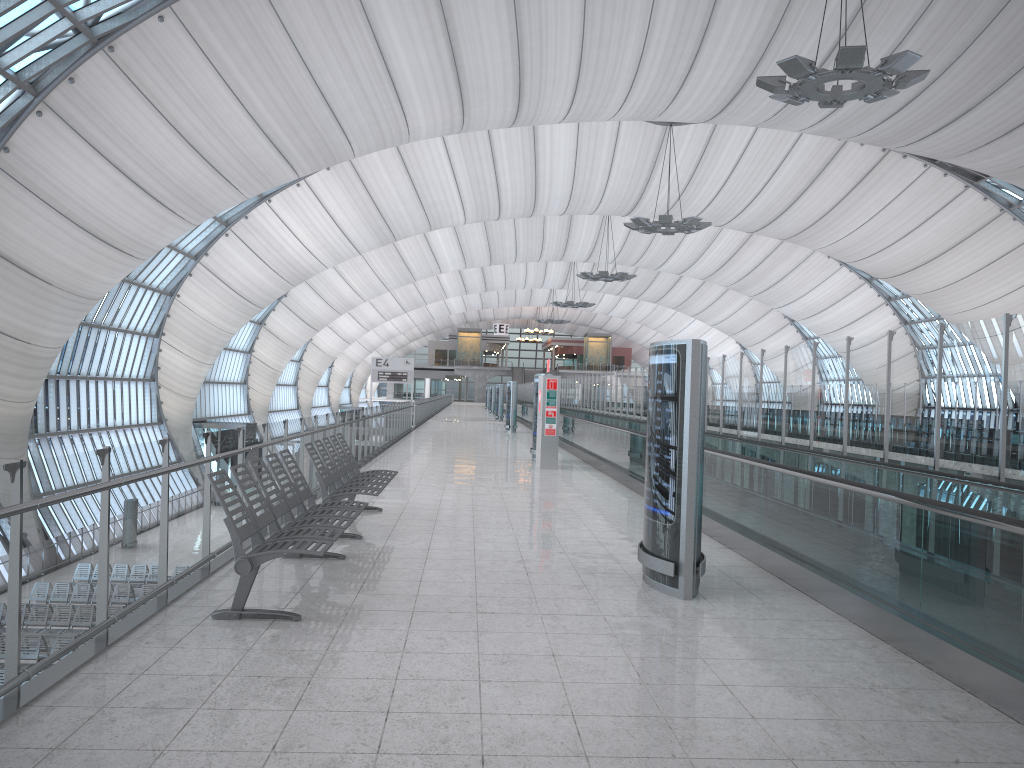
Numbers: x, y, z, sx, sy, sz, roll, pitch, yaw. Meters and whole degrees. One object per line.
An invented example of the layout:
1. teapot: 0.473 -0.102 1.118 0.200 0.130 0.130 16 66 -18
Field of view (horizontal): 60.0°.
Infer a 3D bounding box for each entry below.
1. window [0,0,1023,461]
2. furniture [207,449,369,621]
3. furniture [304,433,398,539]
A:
1. window: 5.203 -2.427 77.712 50.537 20.004 167.818 2 -1 -3
2. furniture: -1.541 1.011 6.472 0.713 0.902 2.520 2 -1 -3
3. furniture: -1.672 1.037 9.491 0.713 0.902 2.520 2 -1 -3
